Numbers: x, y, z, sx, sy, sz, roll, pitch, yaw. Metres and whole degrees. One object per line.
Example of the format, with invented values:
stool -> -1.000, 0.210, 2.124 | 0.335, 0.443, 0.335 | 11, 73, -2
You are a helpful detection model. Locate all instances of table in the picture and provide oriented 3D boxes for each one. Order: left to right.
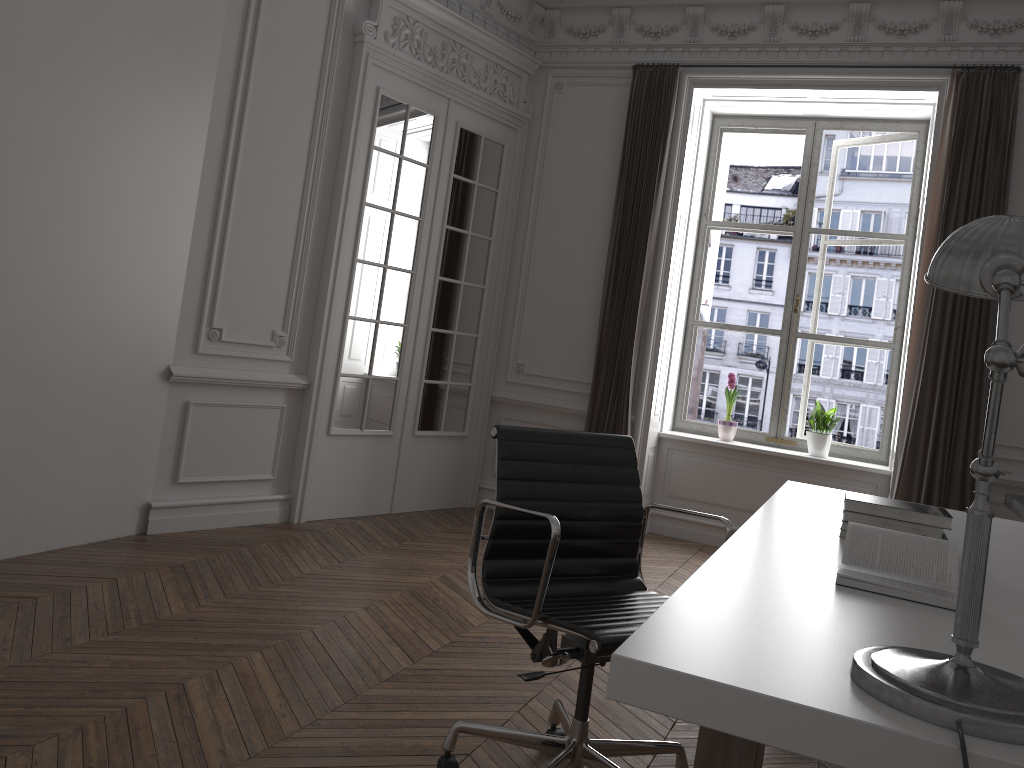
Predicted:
table -> 0.986, 0.810, 2.189 | 0.903, 0.750, 2.610 | 8, 2, 22
table -> 2.611, 0.963, 3.887 | 0.770, 0.752, 0.764 | 8, 0, 22

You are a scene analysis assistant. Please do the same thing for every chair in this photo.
chair -> 0.234, 0.618, 2.221 | 0.689, 0.926, 0.671 | 8, -1, -42

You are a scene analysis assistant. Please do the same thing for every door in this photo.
door -> -0.576, -0.541, 5.570 | 0.086, 2.744, 1.554 | 6, -2, 38

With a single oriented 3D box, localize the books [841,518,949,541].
books -> 1.030, 0.395, 2.387 | 0.259, 0.023, 0.211 | 9, 3, 22

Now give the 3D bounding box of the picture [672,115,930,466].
picture -> 0.725, -1.077, 2.710 | 13.236, 4.818, 13.191 | 8, 2, 15

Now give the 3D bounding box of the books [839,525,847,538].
books -> 1.022, 0.416, 2.397 | 0.243, 0.023, 0.190 | 9, 3, 24

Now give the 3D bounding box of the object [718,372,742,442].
object -> 1.506, 0.157, 6.106 | 0.128, 0.477, 0.129 | 8, -2, -17

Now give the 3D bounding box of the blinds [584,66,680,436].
blinds -> 0.710, -0.576, 5.743 | 0.583, 3.112, 0.308 | 7, -2, 28

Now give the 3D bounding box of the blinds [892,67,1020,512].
blinds -> 2.468, -0.301, 4.966 | 0.780, 3.111, 0.340 | 7, -2, 17

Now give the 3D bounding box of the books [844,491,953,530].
books -> 1.038, 0.340, 2.391 | 0.259, 0.032, 0.190 | 9, 2, 20

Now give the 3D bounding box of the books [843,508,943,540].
books -> 1.026, 0.368, 2.395 | 0.240, 0.028, 0.190 | 9, 2, 20

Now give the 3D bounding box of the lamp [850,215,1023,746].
lamp -> 0.673, 0.076, 1.269 | 0.270, 0.701, 0.485 | 7, -1, 22

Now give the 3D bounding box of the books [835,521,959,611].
books -> 0.812, 0.372, 1.854 | 0.227, 0.096, 0.277 | 9, 2, 24

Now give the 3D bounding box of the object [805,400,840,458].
object -> 2.046, 0.295, 5.832 | 0.215, 0.370, 0.284 | 8, -1, 1
